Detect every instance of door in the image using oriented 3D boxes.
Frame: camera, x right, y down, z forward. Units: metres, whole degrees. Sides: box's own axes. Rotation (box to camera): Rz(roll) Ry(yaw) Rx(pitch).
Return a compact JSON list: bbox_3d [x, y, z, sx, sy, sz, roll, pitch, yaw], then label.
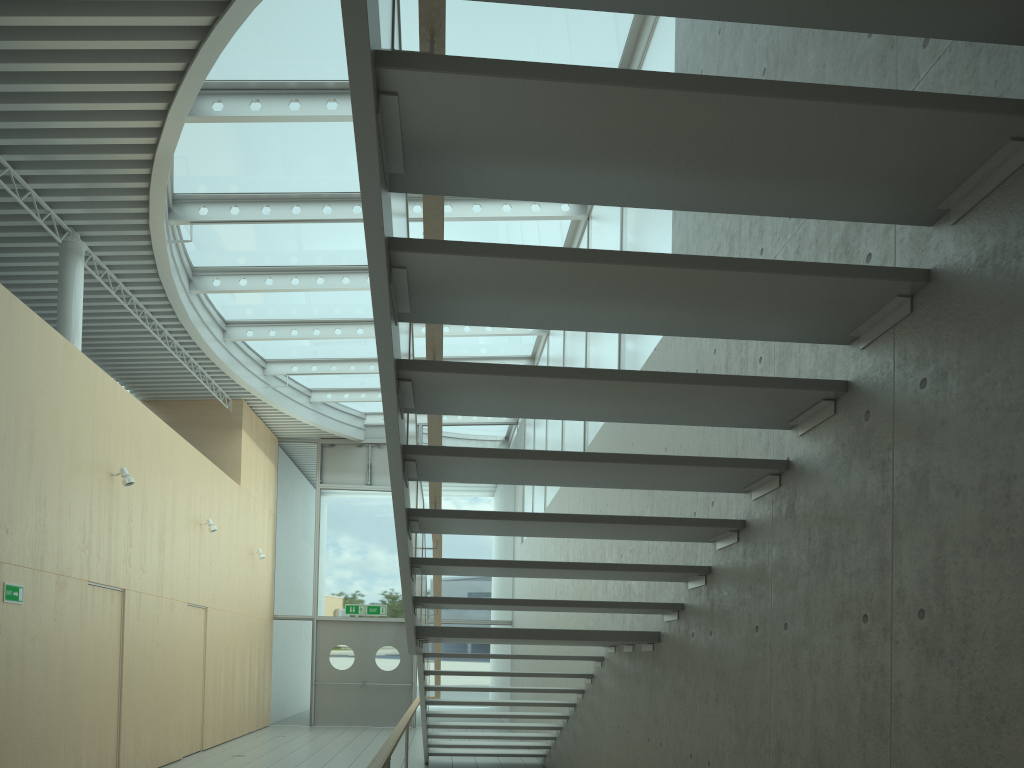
[{"bbox_3d":[-2.928,5.744,16.833,1.923,2.078,0.177,2,-2,-5],"label":"door"}]

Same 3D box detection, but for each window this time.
[{"bbox_3d":[-1.664,1.744,11.382,4.788,6.101,16.479,2,-16,-4],"label":"window"},{"bbox_3d":[0.535,0.303,11.596,0.030,2.668,16.300,1,-18,-4],"label":"window"},{"bbox_3d":[-2.311,3.768,16.942,4.861,6.200,0.111,2,-2,-5],"label":"window"}]

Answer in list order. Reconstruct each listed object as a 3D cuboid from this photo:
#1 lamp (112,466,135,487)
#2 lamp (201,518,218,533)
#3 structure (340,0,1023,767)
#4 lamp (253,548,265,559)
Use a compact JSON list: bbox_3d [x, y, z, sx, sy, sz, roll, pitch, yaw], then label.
[{"bbox_3d":[-3.900,0.925,8.508,0.234,0.193,0.143,6,-9,-23],"label":"lamp"},{"bbox_3d":[-4.149,1.933,11.624,0.234,0.193,0.143,6,-9,-23],"label":"lamp"},{"bbox_3d":[0.153,1.359,5.611,1.887,4.096,13.133,2,-16,-4],"label":"structure"},{"bbox_3d":[-4.399,2.948,14.760,0.234,0.193,0.143,6,-9,-23],"label":"lamp"}]
